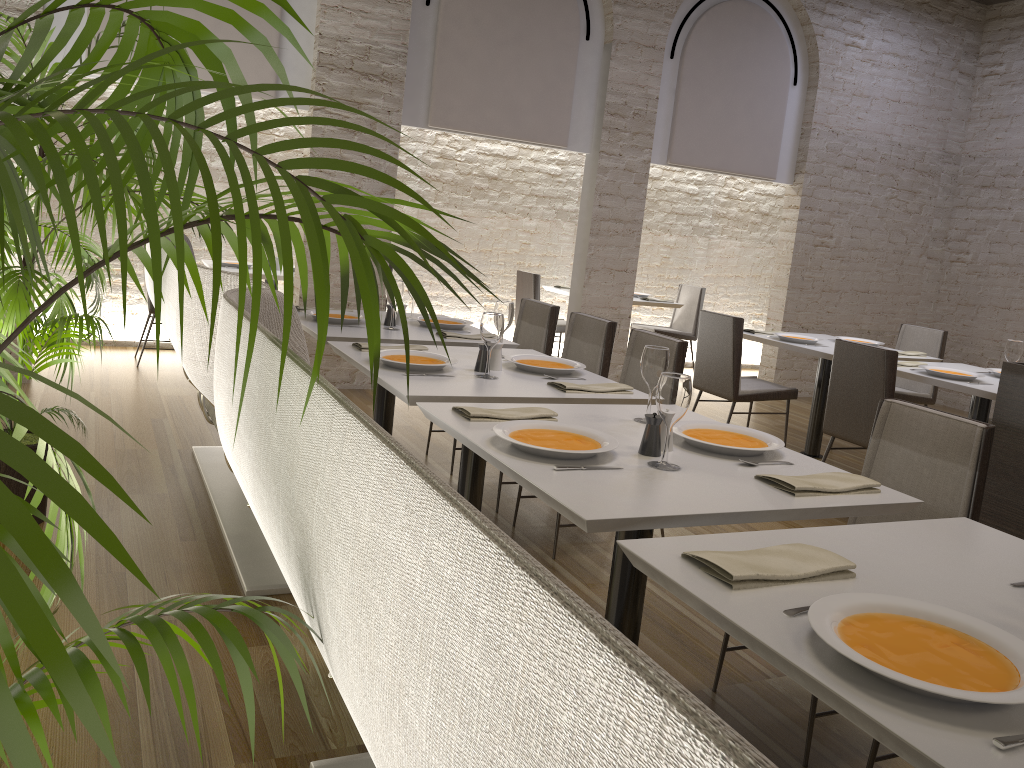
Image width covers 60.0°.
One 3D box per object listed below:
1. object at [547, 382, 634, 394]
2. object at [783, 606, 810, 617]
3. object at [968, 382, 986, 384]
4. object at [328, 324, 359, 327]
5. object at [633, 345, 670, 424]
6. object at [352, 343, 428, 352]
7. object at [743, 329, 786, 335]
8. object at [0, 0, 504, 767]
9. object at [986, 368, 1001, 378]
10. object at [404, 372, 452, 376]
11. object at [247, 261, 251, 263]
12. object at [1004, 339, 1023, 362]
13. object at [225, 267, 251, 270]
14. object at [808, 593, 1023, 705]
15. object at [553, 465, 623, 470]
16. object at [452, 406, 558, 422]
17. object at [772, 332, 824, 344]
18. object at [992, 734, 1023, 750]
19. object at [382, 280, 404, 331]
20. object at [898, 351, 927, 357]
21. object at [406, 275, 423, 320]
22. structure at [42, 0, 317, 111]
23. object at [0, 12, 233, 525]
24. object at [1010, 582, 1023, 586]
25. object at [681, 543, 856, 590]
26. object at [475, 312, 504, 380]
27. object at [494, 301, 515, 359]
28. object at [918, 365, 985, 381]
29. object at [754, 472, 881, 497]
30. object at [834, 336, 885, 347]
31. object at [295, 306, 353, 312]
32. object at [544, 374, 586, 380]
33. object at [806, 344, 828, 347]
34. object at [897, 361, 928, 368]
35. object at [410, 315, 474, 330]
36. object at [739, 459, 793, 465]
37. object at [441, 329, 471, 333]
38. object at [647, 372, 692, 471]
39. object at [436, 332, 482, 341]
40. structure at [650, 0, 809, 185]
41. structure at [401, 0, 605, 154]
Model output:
[{"bbox_3d":[0.277,0.011,3.135,0.272,0.033,0.143,1,11,-26],"label":"object"},{"bbox_3d":[0.501,0.349,1.402,0.181,0.015,0.038,2,11,-24],"label":"object"},{"bbox_3d":[2.387,-0.004,4.510,0.185,0.010,0.017,1,11,-26],"label":"object"},{"bbox_3d":[-0.766,-0.269,4.075,0.185,0.010,0.017,1,11,-26],"label":"object"},{"bbox_3d":[0.423,0.002,2.677,0.086,0.229,0.086,7,8,4],"label":"object"},{"bbox_3d":[-0.486,-0.145,3.537,0.272,0.033,0.143,1,11,-26],"label":"object"},{"bbox_3d":[1.704,-0.351,6.002,0.272,0.033,0.143,1,11,-26],"label":"object"},{"bbox_3d":[-0.707,0.066,1.067,1.190,1.963,1.150,8,9,14],"label":"object"},{"bbox_3d":[2.799,-0.041,4.905,0.322,0.036,0.323,10,11,20],"label":"object"},{"bbox_3d":[-0.285,-0.033,3.060,0.185,0.010,0.017,1,11,-26],"label":"object"},{"bbox_3d":[-2.241,-0.975,7.080,0.272,0.033,0.143,1,11,-26],"label":"object"},{"bbox_3d":[2.622,-0.115,4.651,0.086,0.229,0.086,7,8,4],"label":"object"},{"bbox_3d":[-2.039,-0.863,6.603,0.185,0.010,0.017,1,11,-26],"label":"object"},{"bbox_3d":[0.581,0.378,1.245,0.323,0.036,0.322,15,14,41],"label":"object"},{"bbox_3d":[0.181,0.195,2.077,0.185,0.010,0.017,1,11,-26],"label":"object"},{"bbox_3d":[-0.021,0.083,2.554,0.272,0.033,0.143,1,11,-26],"label":"object"},{"bbox_3d":[1.833,-0.288,5.689,0.322,0.036,0.323,10,11,20],"label":"object"},{"bbox_3d":[0.653,0.426,1.081,0.185,0.010,0.017,1,11,-26],"label":"object"},{"bbox_3d":[-0.554,-0.369,4.144,0.086,0.229,0.086,7,8,4],"label":"object"},{"bbox_3d":[2.467,-0.195,5.601,0.272,0.033,0.143,1,11,-26],"label":"object"},{"bbox_3d":[-0.516,-0.458,4.658,0.086,0.229,0.086,7,8,4],"label":"object"},{"bbox_3d":[-2.047,-2.724,5.651,1.632,1.665,0.098,2,9,-26],"label":"structure"},{"bbox_3d":[-1.732,-0.443,3.268,1.146,1.963,1.194,-2,12,-45],"label":"object"},{"bbox_3d":[0.985,0.362,1.634,0.185,0.010,0.017,1,11,-26],"label":"object"},{"bbox_3d":[0.452,0.314,1.558,0.272,0.033,0.143,1,11,-26],"label":"object"},{"bbox_3d":[-0.078,-0.136,3.140,0.086,0.229,0.086,7,8,4],"label":"object"},{"bbox_3d":[-0.040,-0.225,3.654,0.086,0.229,0.086,7,8,4],"label":"object"},{"bbox_3d":[2.314,-0.052,4.674,0.322,0.036,0.323,10,11,20],"label":"object"},{"bbox_3d":[0.743,0.239,2.153,0.272,0.033,0.143,1,11,-26],"label":"object"},{"bbox_3d":[2.317,-0.277,5.921,0.322,0.036,0.323,10,11,20],"label":"object"},{"bbox_3d":[-0.968,-0.380,4.552,0.272,0.033,0.143,1,11,-26],"label":"object"},{"bbox_3d":[0.199,-0.025,3.291,0.181,0.015,0.038,2,11,-24],"label":"object"},{"bbox_3d":[1.905,-0.240,5.525,0.185,0.010,0.017,1,11,-26],"label":"object"},{"bbox_3d":[2.185,-0.115,4.987,0.272,0.033,0.143,1,11,-26],"label":"object"},{"bbox_3d":[-0.355,-0.306,4.471,0.322,0.036,0.323,8,10,11],"label":"object"},{"bbox_3d":[0.665,0.203,2.308,0.181,0.015,0.038,2,11,-24],"label":"object"},{"bbox_3d":[-0.282,-0.260,4.307,0.181,0.015,0.038,2,11,-24],"label":"object"},{"bbox_3d":[0.386,0.090,2.163,0.086,0.229,0.086,7,8,4],"label":"object"},{"bbox_3d":[-0.204,-0.225,4.151,0.272,0.033,0.143,1,11,-26],"label":"object"},{"bbox_3d":[1.896,-2.638,7.552,1.632,1.665,0.098,2,9,-26],"label":"structure"},{"bbox_3d":[-0.012,-2.680,6.632,1.632,1.665,0.098,2,9,-26],"label":"structure"}]
